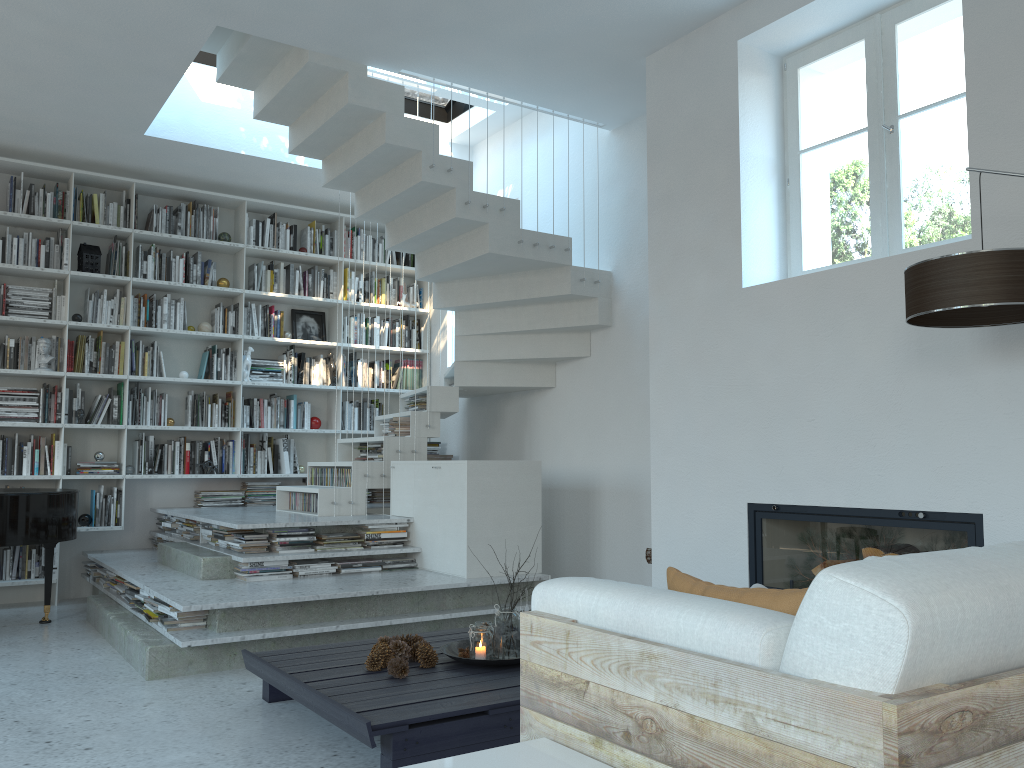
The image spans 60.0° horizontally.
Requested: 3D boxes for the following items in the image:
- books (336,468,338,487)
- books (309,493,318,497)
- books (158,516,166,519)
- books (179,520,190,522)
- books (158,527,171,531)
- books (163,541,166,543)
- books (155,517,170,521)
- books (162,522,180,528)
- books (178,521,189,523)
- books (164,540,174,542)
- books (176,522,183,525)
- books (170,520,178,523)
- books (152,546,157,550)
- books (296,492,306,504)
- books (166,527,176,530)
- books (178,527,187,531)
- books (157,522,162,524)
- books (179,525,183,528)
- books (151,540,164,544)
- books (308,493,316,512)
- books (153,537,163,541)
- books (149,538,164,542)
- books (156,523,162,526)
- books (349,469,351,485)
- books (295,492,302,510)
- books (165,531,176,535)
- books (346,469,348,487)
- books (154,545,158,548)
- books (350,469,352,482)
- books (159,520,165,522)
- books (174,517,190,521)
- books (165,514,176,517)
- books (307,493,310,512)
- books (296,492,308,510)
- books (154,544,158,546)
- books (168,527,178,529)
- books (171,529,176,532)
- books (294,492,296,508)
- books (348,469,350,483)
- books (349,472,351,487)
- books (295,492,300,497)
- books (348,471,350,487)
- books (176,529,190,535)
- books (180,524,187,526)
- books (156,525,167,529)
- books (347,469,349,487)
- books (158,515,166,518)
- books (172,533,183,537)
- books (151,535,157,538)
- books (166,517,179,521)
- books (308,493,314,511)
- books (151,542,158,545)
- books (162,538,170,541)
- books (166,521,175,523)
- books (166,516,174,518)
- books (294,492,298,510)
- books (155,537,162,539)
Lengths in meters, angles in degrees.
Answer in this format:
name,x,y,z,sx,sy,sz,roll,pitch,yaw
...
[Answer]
name,x,y,z,sx,sy,sz,roll,pitch,yaw
books,-1.165,0.651,6.179,0.125,0.125,0.012,3,-5,-33
books,-1.355,0.826,6.184,0.125,0.125,0.008,3,-5,-33
books,-2.607,1.023,6.811,0.167,0.008,0.234,4,-6,-34
books,-2.273,0.970,6.320,0.149,0.013,0.220,3,-6,-30
books,-2.606,1.107,6.804,0.163,0.017,0.233,3,-6,-31
books,-2.476,1.168,6.553,0.137,0.018,0.200,4,-7,-37
books,-2.615,1.034,6.804,0.171,0.015,0.253,4,-7,-38
books,-2.458,1.038,6.558,0.189,0.030,0.238,4,-6,-36
books,-2.273,0.981,6.319,0.160,0.010,0.179,3,-6,-33
books,-2.480,1.155,6.551,0.144,0.009,0.250,3,-6,-29
books,-2.278,0.990,6.315,0.167,0.008,0.234,4,-6,-34
books,-2.444,1.011,6.570,0.143,0.012,0.264,3,-6,-28
books,-2.655,1.254,6.803,0.163,0.019,0.187,4,-6,-34
books,-1.495,0.845,6.396,0.125,0.125,0.007,3,-5,-33
books,-2.444,1.066,6.565,0.152,0.009,0.259,4,-6,-36
books,-2.272,1.029,6.316,0.154,0.018,0.221,4,-6,-34
books,-2.604,1.065,6.809,0.156,0.009,0.287,4,-6,-35
books,-2.269,1.014,6.319,0.150,0.013,0.215,3,-6,-33
books,-2.653,1.208,6.807,0.159,0.012,0.279,4,-6,-34
books,-1.359,0.827,6.190,0.125,0.125,0.008,3,-5,-33
books,-2.658,1.186,6.806,0.159,0.009,0.210,3,-6,-29
books,-2.664,1.193,6.801,0.184,0.006,0.262,3,-6,-32
books,-2.610,1.075,6.804,0.179,0.012,0.262,3,-6,-33
books,-1.033,0.635,5.980,0.125,0.123,0.035,3,-6,-33
books,-1.504,0.847,6.409,0.125,0.125,0.008,3,-5,-33
books,-2.448,1.099,6.560,0.173,0.017,0.233,4,-6,-34
books,-1.063,0.639,6.026,0.125,0.123,0.034,3,-6,-33
books,-2.654,1.242,6.804,0.144,0.005,0.257,3,-6,-28
books,-1.024,0.634,5.967,0.125,0.123,0.036,3,-6,-33
books,-2.598,1.058,6.814,0.145,0.008,0.298,4,-6,-34
books,-2.284,0.955,6.314,0.165,0.015,0.243,4,-7,-38
books,-2.453,0.970,6.567,0.171,0.020,0.193,4,-7,-38
books,-1.371,0.829,6.209,0.125,0.125,0.008,3,-5,-33
books,-1.491,0.845,6.390,0.125,0.125,0.007,3,-5,-33
books,-2.647,1.233,6.810,0.147,0.014,0.292,3,-6,-33
books,-2.447,1.057,6.564,0.163,0.008,0.295,4,-6,-35
books,-2.433,1.081,6.571,0.131,0.021,0.240,3,-6,-31
books,-1.517,0.848,6.428,0.125,0.125,0.008,3,-5,-33
books,-1.041,0.636,5.993,0.125,0.123,0.035,3,-6,-33
books,-1.037,0.636,5.986,0.125,0.123,0.036,3,-6,-33
books,-1.508,0.847,6.415,0.125,0.125,0.008,3,-5,-33
books,-1.046,0.637,5.999,0.125,0.123,0.034,3,-6,-33
books,-2.282,1.049,6.308,0.164,0.023,0.242,3,-6,-29
books,-2.272,1.001,6.318,0.144,0.013,0.220,3,-6,-30
books,-2.614,1.090,6.801,0.175,0.017,0.265,3,-6,-30
books,-1.054,0.638,6.012,0.125,0.123,0.036,3,-6,-33
books,-2.607,1.014,6.811,0.159,0.011,0.246,4,-6,-36
books,-2.289,1.066,6.302,0.190,0.012,0.235,4,-6,-35
books,-2.661,1.162,6.806,0.174,0.009,0.240,3,-6,-31
books,-2.445,0.996,6.570,0.163,0.018,0.290,4,-6,-34
books,-1.363,0.827,6.196,0.125,0.125,0.008,3,-5,-33
books,-2.656,1.220,6.804,0.170,0.012,0.215,3,-6,-33
books,-2.479,1.144,6.553,0.149,0.014,0.228,4,-6,-35
books,-2.449,1.020,6.565,0.171,0.007,0.206,3,-6,-31
books,-2.443,0.984,6.572,0.159,0.007,0.285,4,-6,-34
books,-1.513,0.848,6.422,0.125,0.125,0.008,3,-5,-33
books,-2.656,1.174,6.808,0.152,0.015,0.208,3,-6,-28
